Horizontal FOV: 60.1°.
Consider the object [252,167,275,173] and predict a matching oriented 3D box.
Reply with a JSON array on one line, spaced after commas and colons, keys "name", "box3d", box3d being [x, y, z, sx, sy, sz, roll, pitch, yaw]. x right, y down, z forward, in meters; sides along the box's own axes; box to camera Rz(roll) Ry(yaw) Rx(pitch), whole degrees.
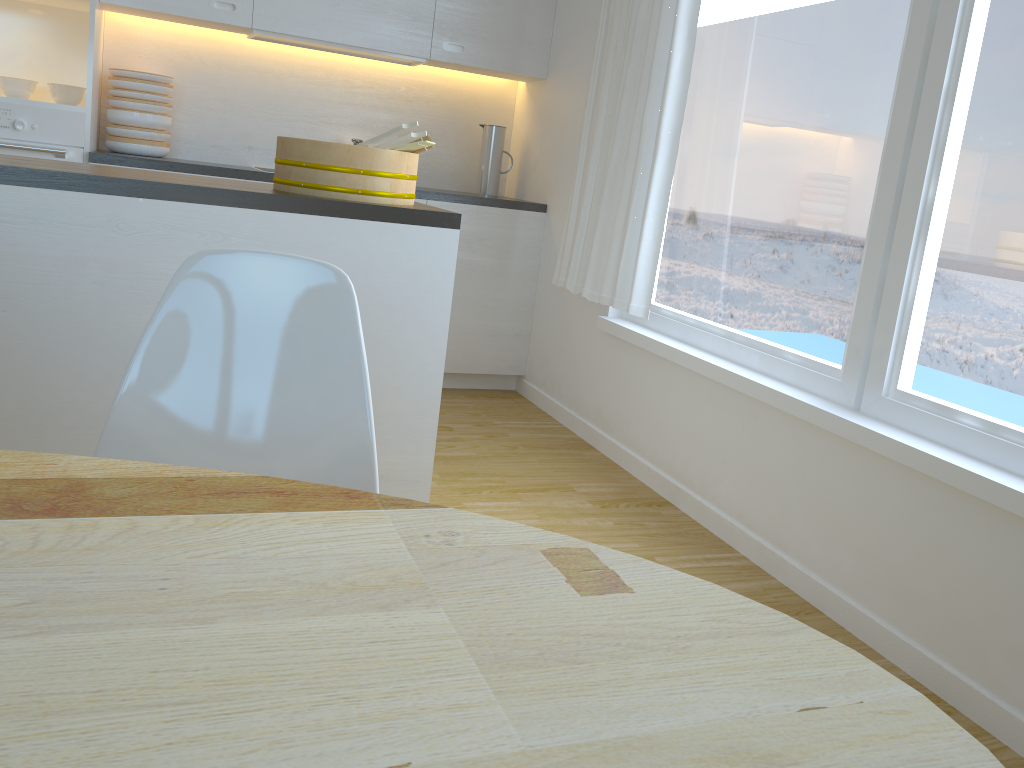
[{"name": "object", "box3d": [-0.861, -0.969, 4.168, 0.653, 0.013, 0.569, 2, 14, -22]}]

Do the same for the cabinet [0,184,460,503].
[{"name": "cabinet", "box3d": [-1.405, -0.062, 2.143, 2.398, 0.900, 0.608, 2, 12, -22]}]

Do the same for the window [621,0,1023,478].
[{"name": "window", "box3d": [1.102, -0.853, 2.284, 0.088, 1.897, 2.761, 3, 13, -22]}]

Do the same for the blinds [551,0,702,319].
[{"name": "blinds", "box3d": [0.457, -1.382, 3.408, 0.150, 2.137, 0.804, 3, 11, -23]}]

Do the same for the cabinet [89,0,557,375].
[{"name": "cabinet", "box3d": [-1.358, -1.262, 3.830, 3.197, 2.277, 0.487, 2, 11, -22]}]

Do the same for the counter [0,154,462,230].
[{"name": "counter", "box3d": [-1.347, -0.521, 2.064, 2.398, 0.040, 0.608, 2, 14, -22]}]

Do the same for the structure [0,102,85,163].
[{"name": "structure", "box3d": [-1.979, -0.790, 3.435, 0.560, 0.590, 0.050, 2, 11, -22]}]

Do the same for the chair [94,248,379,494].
[{"name": "chair", "box3d": [-0.417, 0.293, 1.173, 0.430, 0.892, 0.529, 7, 11, -3]}]

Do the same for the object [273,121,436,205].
[{"name": "object", "box3d": [-0.415, -0.606, 2.377, 0.430, 0.212, 0.382, 8, 12, 5]}]

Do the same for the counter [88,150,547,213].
[{"name": "counter", "box3d": [-0.866, -0.951, 4.166, 1.998, 0.039, 0.608, 2, 14, -22]}]

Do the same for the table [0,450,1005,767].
[{"name": "table", "box3d": [-0.758, 0.545, 0.286, 2.187, 0.717, 1.209, 1, 13, -24]}]
